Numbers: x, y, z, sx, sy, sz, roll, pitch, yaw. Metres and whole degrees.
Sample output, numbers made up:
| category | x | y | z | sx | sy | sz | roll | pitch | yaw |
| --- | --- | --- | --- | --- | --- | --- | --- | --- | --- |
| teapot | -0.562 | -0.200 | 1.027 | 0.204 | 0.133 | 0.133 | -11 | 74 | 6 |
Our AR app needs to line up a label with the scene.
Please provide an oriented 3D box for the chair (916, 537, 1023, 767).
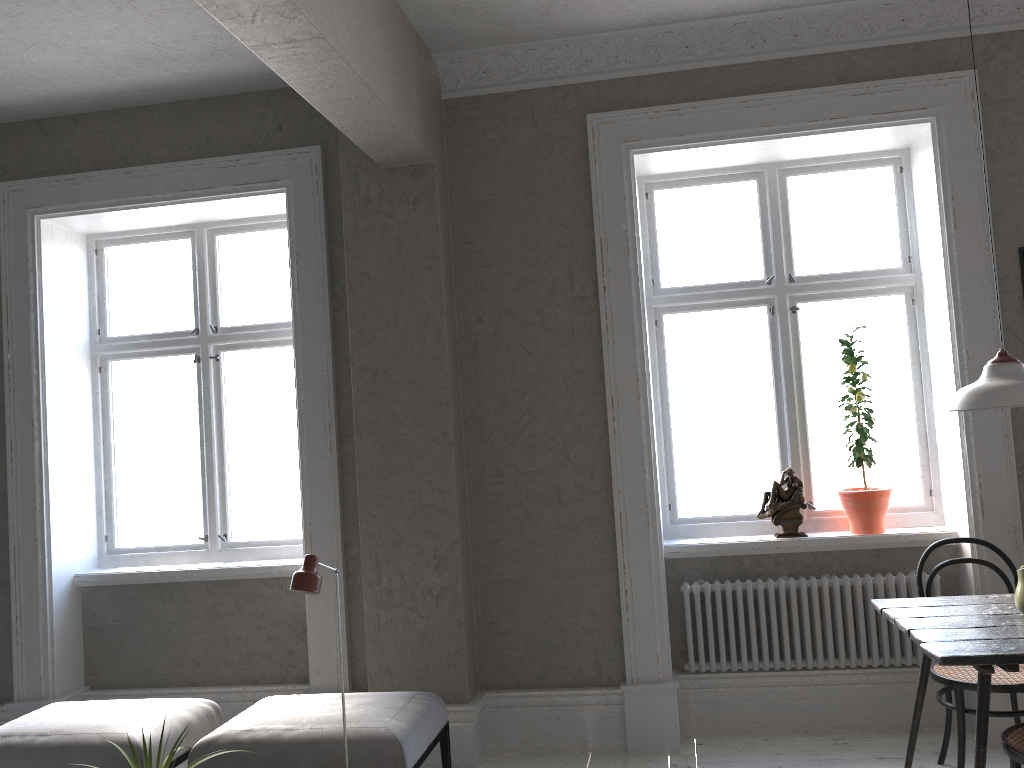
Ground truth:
| category | x | y | z | sx | sy | sz | roll | pitch | yaw |
| --- | --- | --- | --- | --- | --- | --- | --- | --- | --- |
| chair | 1.869 | 1.100 | 3.493 | 0.433 | 0.920 | 0.555 | -5 | -4 | 17 |

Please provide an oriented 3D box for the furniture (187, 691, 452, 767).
| category | x | y | z | sx | sy | sz | roll | pitch | yaw |
| --- | --- | --- | --- | --- | --- | --- | --- | --- | --- |
| furniture | -0.715 | 1.485 | 3.426 | 0.822 | 0.476 | 0.587 | -4 | -4 | 9 |

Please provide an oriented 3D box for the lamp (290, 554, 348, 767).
| category | x | y | z | sx | sy | sz | roll | pitch | yaw |
| --- | --- | --- | --- | --- | --- | --- | --- | --- | --- |
| lamp | -0.607 | 0.974 | 2.915 | 0.135 | 0.839 | 0.257 | -7 | -5 | 44 |

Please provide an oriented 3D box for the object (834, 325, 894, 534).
| category | x | y | z | sx | sy | sz | roll | pitch | yaw |
| --- | --- | --- | --- | --- | --- | --- | --- | --- | --- |
| object | 1.660 | 0.214 | 4.247 | 0.276 | 0.991 | 0.264 | -1 | -5 | -42 |

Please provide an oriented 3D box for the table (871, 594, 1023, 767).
| category | x | y | z | sx | sy | sz | roll | pitch | yaw |
| --- | --- | --- | --- | --- | --- | --- | --- | --- | --- |
| table | 2.312 | 1.129 | 2.941 | 1.908 | 0.735 | 0.910 | -4 | -4 | 8 |

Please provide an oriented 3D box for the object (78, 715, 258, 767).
| category | x | y | z | sx | sy | sz | roll | pitch | yaw |
| --- | --- | --- | --- | --- | --- | --- | --- | --- | --- |
| object | -1.045 | 1.200 | 2.590 | 0.651 | 0.420 | 0.744 | -6 | -4 | 27 |

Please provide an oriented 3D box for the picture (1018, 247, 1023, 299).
| category | x | y | z | sx | sy | sz | roll | pitch | yaw |
| --- | --- | --- | --- | --- | --- | --- | --- | --- | --- |
| picture | 2.527 | -0.317 | 3.878 | 0.518 | 0.619 | 0.020 | -4 | -3 | 8 |

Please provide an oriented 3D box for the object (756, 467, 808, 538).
| category | x | y | z | sx | sy | sz | roll | pitch | yaw |
| --- | --- | --- | --- | --- | --- | --- | --- | --- | --- |
| object | 1.297 | 0.572 | 4.278 | 0.235 | 0.329 | 0.121 | -4 | -4 | 10 |

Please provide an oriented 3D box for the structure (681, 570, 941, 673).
| category | x | y | z | sx | sy | sz | roll | pitch | yaw |
| --- | --- | --- | --- | --- | --- | --- | --- | --- | --- |
| structure | 1.407 | 1.111 | 4.136 | 1.217 | 0.428 | 0.149 | -4 | -3 | 6 |

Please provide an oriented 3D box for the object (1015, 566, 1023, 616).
| category | x | y | z | sx | sy | sz | roll | pitch | yaw |
| --- | --- | --- | --- | --- | --- | --- | --- | --- | --- |
| object | 1.821 | 0.719 | 3.094 | 0.138 | 0.170 | 0.147 | -2 | -4 | -30 |

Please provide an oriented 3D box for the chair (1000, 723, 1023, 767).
| category | x | y | z | sx | sy | sz | roll | pitch | yaw |
| --- | --- | --- | --- | --- | --- | --- | --- | --- | --- |
| chair | 1.684 | 1.055 | 2.573 | 0.436 | 0.920 | 0.552 | -4 | -3 | 7 |

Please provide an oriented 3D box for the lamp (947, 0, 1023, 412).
| category | x | y | z | sx | sy | sz | roll | pitch | yaw |
| --- | --- | --- | --- | --- | --- | --- | --- | --- | --- |
| lamp | 1.641 | -0.840 | 3.093 | 0.387 | 1.858 | 0.371 | 0 | -5 | -43 |

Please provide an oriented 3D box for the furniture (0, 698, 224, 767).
| category | x | y | z | sx | sy | sz | roll | pitch | yaw |
| --- | --- | --- | --- | --- | --- | --- | --- | --- | --- |
| furniture | -1.683 | 1.559 | 3.558 | 0.822 | 0.476 | 0.587 | -4 | -4 | 9 |
